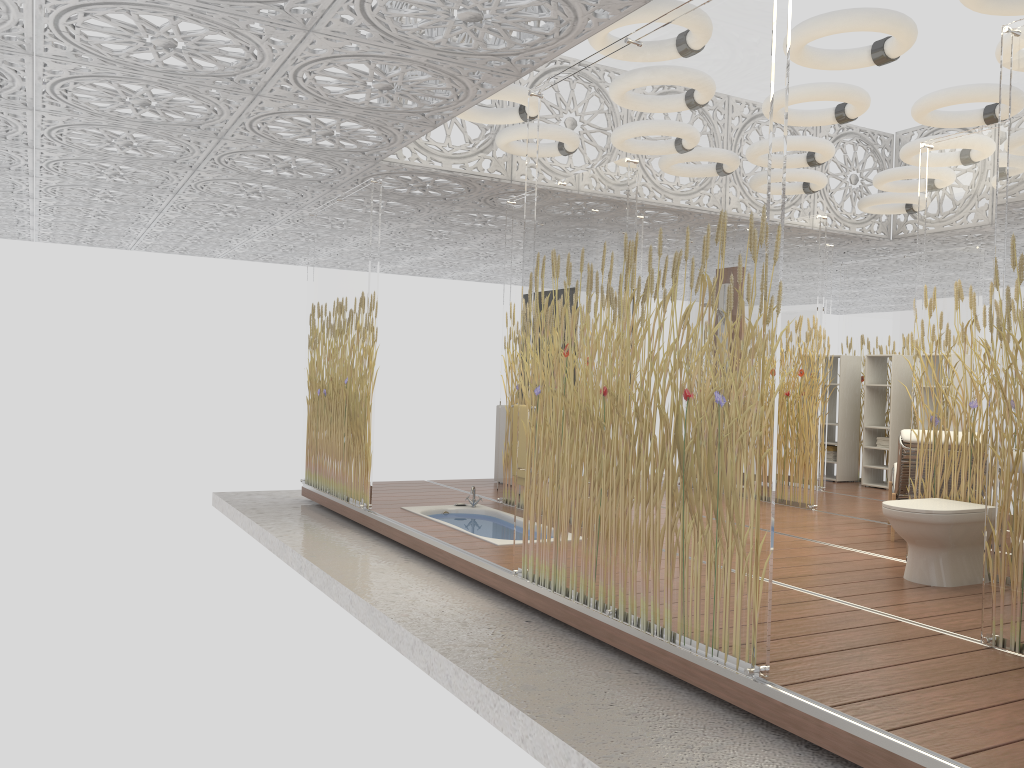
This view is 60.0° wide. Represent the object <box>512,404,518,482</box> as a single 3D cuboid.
[{"bbox_3d":[0.084,0.493,7.132,0.042,0.656,0.283,2,0,-28],"label":"object"}]

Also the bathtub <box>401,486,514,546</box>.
[{"bbox_3d":[-0.190,1.130,6.552,0.700,0.582,1.700,2,0,-28],"label":"bathtub"}]

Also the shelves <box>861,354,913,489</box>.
[{"bbox_3d":[4.172,0.409,9.849,0.344,1.460,0.366,2,0,-28],"label":"shelves"}]

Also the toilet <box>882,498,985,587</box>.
[{"bbox_3d":[2.365,0.896,4.993,0.611,0.437,0.401,2,0,-28],"label":"toilet"}]

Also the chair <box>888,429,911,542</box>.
[{"bbox_3d":[3.170,0.726,6.612,0.635,0.811,1.787,2,0,22],"label":"chair"}]

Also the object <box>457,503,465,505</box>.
[{"bbox_3d":[-0.422,0.992,7.325,0.066,0.016,0.035,2,0,-19],"label":"object"}]

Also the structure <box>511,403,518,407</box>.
[{"bbox_3d":[0.116,0.186,7.145,0.078,0.047,0.442,2,0,-28],"label":"structure"}]

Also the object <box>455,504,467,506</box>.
[{"bbox_3d":[-0.423,0.999,7.325,0.108,0.011,0.065,2,0,-19],"label":"object"}]

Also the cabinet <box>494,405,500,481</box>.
[{"bbox_3d":[0.215,0.621,9.041,0.549,0.782,0.643,2,0,-28],"label":"cabinet"}]

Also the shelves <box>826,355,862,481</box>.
[{"bbox_3d":[3.838,0.396,10.469,0.344,1.460,0.366,2,0,-28],"label":"shelves"}]
